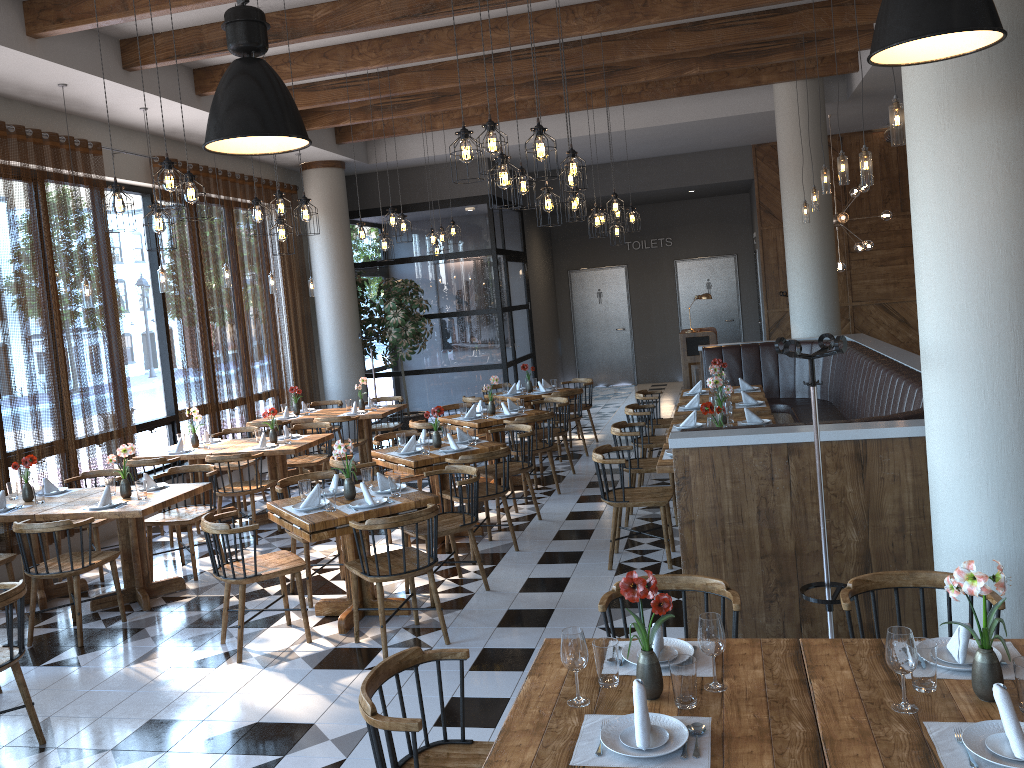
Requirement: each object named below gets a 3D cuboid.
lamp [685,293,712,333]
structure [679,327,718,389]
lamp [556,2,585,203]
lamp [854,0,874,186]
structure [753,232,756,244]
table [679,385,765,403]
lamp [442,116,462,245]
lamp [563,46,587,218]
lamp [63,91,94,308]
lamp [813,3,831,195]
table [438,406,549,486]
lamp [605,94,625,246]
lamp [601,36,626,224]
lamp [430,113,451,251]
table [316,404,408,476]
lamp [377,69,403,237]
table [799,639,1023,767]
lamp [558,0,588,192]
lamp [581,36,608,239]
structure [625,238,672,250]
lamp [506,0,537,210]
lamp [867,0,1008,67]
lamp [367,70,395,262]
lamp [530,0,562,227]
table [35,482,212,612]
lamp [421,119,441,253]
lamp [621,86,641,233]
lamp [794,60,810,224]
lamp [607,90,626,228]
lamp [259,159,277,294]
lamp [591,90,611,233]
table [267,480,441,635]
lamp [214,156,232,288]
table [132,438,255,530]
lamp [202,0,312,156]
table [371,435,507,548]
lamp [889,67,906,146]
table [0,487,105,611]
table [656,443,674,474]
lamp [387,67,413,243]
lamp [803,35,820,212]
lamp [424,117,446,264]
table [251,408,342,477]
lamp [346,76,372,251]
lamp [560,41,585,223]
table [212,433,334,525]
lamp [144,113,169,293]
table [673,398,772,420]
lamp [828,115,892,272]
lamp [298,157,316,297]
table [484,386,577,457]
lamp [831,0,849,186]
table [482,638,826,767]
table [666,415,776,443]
[{"bbox_3d":[2.411,-0.788,11.488,0.445,0.755,0.170,-6,3,-11],"label":"lamp"},{"bbox_3d":[2.600,-0.076,11.781,0.645,1.297,1.049,-4,4,14],"label":"structure"},{"bbox_3d":[0.368,-2.402,6.618,0.175,2.066,0.175,-7,4,-27],"label":"lamp"},{"bbox_3d":[2.264,-2.289,5.816,0.078,1.959,0.078,-8,4,-36],"label":"lamp"},{"bbox_3d":[4.326,-2.590,15.773,0.025,0.196,0.567,-4,5,14],"label":"structure"},{"bbox_3d":[2.249,0.461,9.381,0.849,0.762,0.853,-4,5,14],"label":"table"},{"bbox_3d":[-0.821,-2.793,11.131,0.175,2.066,0.175,-4,4,26],"label":"lamp"},{"bbox_3d":[0.564,-2.688,8.769,0.175,2.066,0.175,-5,3,-3],"label":"lamp"},{"bbox_3d":[-3.687,-1.624,7.481,0.078,1.959,0.078,-8,4,-36],"label":"lamp"},{"bbox_3d":[2.760,-2.695,7.972,0.078,1.959,0.078,-8,4,-41],"label":"lamp"},{"bbox_3d":[-0.166,0.694,9.271,0.866,0.762,0.864,-8,5,-31],"label":"table"},{"bbox_3d":[1.170,-2.683,10.508,0.175,2.066,0.175,-7,4,-33],"label":"lamp"},{"bbox_3d":[0.943,-2.616,8.702,0.175,2.066,0.175,-8,4,-36],"label":"lamp"},{"bbox_3d":[-0.972,-2.736,11.271,0.175,2.066,0.175,-4,3,15],"label":"lamp"},{"bbox_3d":[-1.773,0.700,10.712,0.849,0.762,0.853,-4,5,14],"label":"table"},{"bbox_3d":[-1.307,-2.545,9.063,0.175,2.066,0.175,-5,3,8],"label":"lamp"},{"bbox_3d":[1.291,1.233,2.413,0.849,0.762,0.853,-4,5,14],"label":"table"},{"bbox_3d":[0.367,-2.438,6.407,0.175,2.066,0.175,-6,3,-16],"label":"lamp"},{"bbox_3d":[0.753,-2.459,8.622,0.175,2.066,0.175,-5,3,-3],"label":"lamp"},{"bbox_3d":[2.686,-2.751,17.426,0.915,0.165,0.035,-4,3,14],"label":"structure"},{"bbox_3d":[0.000,-2.304,6.402,0.175,2.066,0.175,-2,4,41],"label":"lamp"},{"bbox_3d":[1.217,-1.952,2.675,0.390,1.860,0.391,-6,3,-9],"label":"lamp"},{"bbox_3d":[-1.419,-2.323,9.265,0.175,2.066,0.175,-5,3,8],"label":"lamp"},{"bbox_3d":[0.190,-2.203,6.539,0.175,2.066,0.175,-6,3,-16],"label":"lamp"},{"bbox_3d":[-2.768,1.206,6.482,0.849,0.762,0.853,-4,5,14],"label":"table"},{"bbox_3d":[-1.054,-2.643,10.848,0.175,2.066,0.175,-6,3,-7],"label":"lamp"},{"bbox_3d":[1.335,-2.816,10.368,0.175,2.066,0.175,-4,3,24],"label":"lamp"},{"bbox_3d":[3.239,-2.790,9.960,0.078,1.959,0.078,-8,4,-44],"label":"lamp"},{"bbox_3d":[1.204,-2.938,10.720,0.175,2.066,0.175,-7,4,-33],"label":"lamp"},{"bbox_3d":[-2.959,-2.061,10.601,0.078,1.959,0.078,-5,3,0],"label":"lamp"},{"bbox_3d":[1.012,-2.858,10.660,0.175,2.066,0.175,-8,4,-44],"label":"lamp"},{"bbox_3d":[-1.002,1.119,5.719,0.866,0.762,0.864,-8,5,-31],"label":"table"},{"bbox_3d":[-3.192,-2.030,9.637,0.078,1.959,0.078,-5,3,3],"label":"lamp"},{"bbox_3d":[-3.095,1.007,8.820,0.849,0.762,0.853,-4,5,14],"label":"table"},{"bbox_3d":[-1.021,-1.800,3.216,0.390,1.860,0.391,-5,3,1],"label":"lamp"},{"bbox_3d":[-0.591,0.910,7.466,0.866,0.762,0.864,-8,5,-31],"label":"table"},{"bbox_3d":[2.001,-2.265,4.733,0.078,1.959,0.078,-6,3,-11],"label":"lamp"},{"bbox_3d":[-3.598,1.263,6.683,0.849,0.762,0.853,-4,5,14],"label":"table"},{"bbox_3d":[1.496,0.844,6.181,0.849,0.762,0.853,-4,5,14],"label":"table"},{"bbox_3d":[-1.221,-2.515,9.257,0.175,2.066,0.175,-5,3,-3],"label":"lamp"},{"bbox_3d":[2.993,-2.725,8.936,0.078,1.959,0.078,-5,3,0],"label":"lamp"},{"bbox_3d":[-1.020,-2.537,11.076,0.175,2.066,0.175,-4,4,26],"label":"lamp"},{"bbox_3d":[-2.603,0.756,10.913,0.849,0.762,0.853,-4,5,14],"label":"table"},{"bbox_3d":[-1.647,-2.428,9.212,0.175,2.066,0.175,-7,4,-25],"label":"lamp"},{"bbox_3d":[0.527,-2.608,8.568,0.175,2.066,0.175,-6,3,-14],"label":"lamp"},{"bbox_3d":[-2.265,0.950,8.620,0.849,0.762,0.853,-4,5,14],"label":"table"},{"bbox_3d":[-3.453,-1.862,8.516,0.078,1.959,0.078,-4,3,21],"label":"lamp"},{"bbox_3d":[1.997,0.589,8.310,0.849,0.762,0.853,-4,5,14],"label":"table"},{"bbox_3d":[4.513,-2.655,12.385,1.163,2.187,1.187,-7,4,-25],"label":"lamp"},{"bbox_3d":[-2.713,-2.125,11.625,0.078,1.959,0.078,-8,4,-44],"label":"lamp"},{"bbox_3d":[0.263,0.475,11.096,0.866,0.762,0.864,-8,5,-31],"label":"table"},{"bbox_3d":[2.499,-2.526,6.851,0.078,1.959,0.078,-3,4,32],"label":"lamp"},{"bbox_3d":[0.464,1.289,2.613,0.849,0.762,0.853,-4,5,14],"label":"table"},{"bbox_3d":[1.748,0.716,7.252,0.849,0.762,0.853,-4,5,14],"label":"table"}]
